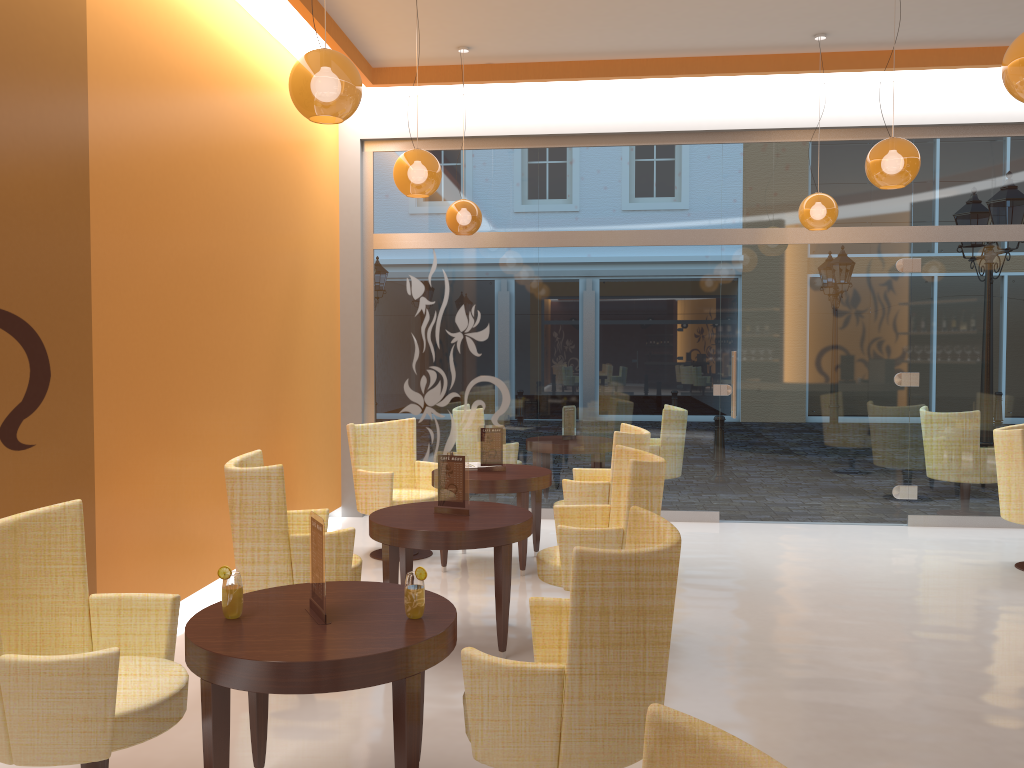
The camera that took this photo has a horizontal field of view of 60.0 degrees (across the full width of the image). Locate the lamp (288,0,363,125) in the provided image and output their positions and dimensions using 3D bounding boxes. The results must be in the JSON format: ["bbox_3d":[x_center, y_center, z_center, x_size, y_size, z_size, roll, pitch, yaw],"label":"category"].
[{"bbox_3d":[-0.765,-1.835,3.621,0.299,1.500,0.299,1,2,31],"label":"lamp"}]

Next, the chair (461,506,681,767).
[{"bbox_3d":[0.184,0.939,2.806,0.685,1.017,0.729,1,2,23],"label":"chair"}]

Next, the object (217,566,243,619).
[{"bbox_3d":[-0.916,0.680,2.897,0.072,0.171,0.067,-2,3,-36],"label":"object"}]

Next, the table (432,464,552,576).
[{"bbox_3d":[-0.147,0.973,6.454,0.874,0.679,0.872,-2,3,-38],"label":"table"}]

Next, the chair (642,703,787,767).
[{"bbox_3d":[0.084,1.005,1.020,0.685,1.017,0.729,0,2,3],"label":"chair"}]

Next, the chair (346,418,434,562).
[{"bbox_3d":[-0.888,0.792,6.782,0.685,1.017,0.729,2,3,38],"label":"chair"}]

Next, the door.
[{"bbox_3d":[2.691,0.007,7.905,1.640,2.499,0.020,0,2,6],"label":"door"}]

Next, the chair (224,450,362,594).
[{"bbox_3d":[-1.119,0.874,4.572,0.685,1.017,0.729,-1,2,-26],"label":"chair"}]

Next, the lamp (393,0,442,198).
[{"bbox_3d":[-0.578,-1.901,5.410,0.299,1.500,0.299,0,2,6],"label":"lamp"}]

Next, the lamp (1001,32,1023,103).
[{"bbox_3d":[2.020,-1.825,3.331,0.299,1.500,0.299,-1,2,-16],"label":"lamp"}]

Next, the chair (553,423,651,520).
[{"bbox_3d":[0.634,0.809,6.290,0.685,1.017,0.729,0,2,9],"label":"chair"}]

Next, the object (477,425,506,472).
[{"bbox_3d":[-0.147,0.466,6.435,0.209,0.335,0.042,0,2,-11],"label":"object"}]

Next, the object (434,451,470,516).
[{"bbox_3d":[-0.324,0.529,4.743,0.209,0.335,0.042,1,2,24],"label":"object"}]

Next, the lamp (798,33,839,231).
[{"bbox_3d":[2.394,-1.957,6.909,0.299,1.500,0.299,-1,2,-20],"label":"lamp"}]

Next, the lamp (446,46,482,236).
[{"bbox_3d":[-0.391,-1.967,7.199,0.299,1.500,0.299,0,2,6],"label":"lamp"}]

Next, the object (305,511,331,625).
[{"bbox_3d":[-0.709,0.632,1.974,0.187,0.335,2.090,0,2,2],"label":"object"}]

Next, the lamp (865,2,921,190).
[{"bbox_3d":[2.207,-1.891,5.120,0.299,1.500,0.299,1,2,17],"label":"lamp"}]

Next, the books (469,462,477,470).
[{"bbox_3d":[-0.280,0.613,6.628,0.339,0.028,0.273,-1,2,-19],"label":"books"}]

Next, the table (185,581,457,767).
[{"bbox_3d":[-0.618,1.103,2.943,0.872,0.679,0.874,2,3,37],"label":"table"}]

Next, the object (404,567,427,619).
[{"bbox_3d":[-0.316,0.679,2.900,0.072,0.171,0.067,0,2,-11],"label":"object"}]

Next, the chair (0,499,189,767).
[{"bbox_3d":[-1.413,0.936,2.887,0.685,1.017,0.729,0,2,-6],"label":"chair"}]

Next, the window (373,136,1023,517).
[{"bbox_3d":[2.691,-0.492,7.886,8.200,3.380,0.040,0,2,6],"label":"window"}]

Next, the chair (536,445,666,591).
[{"bbox_3d":[0.472,0.867,4.739,0.685,1.017,0.729,0,2,3],"label":"chair"}]

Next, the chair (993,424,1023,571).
[{"bbox_3d":[3.794,0.809,6.294,0.685,1.017,0.729,2,3,38],"label":"chair"}]

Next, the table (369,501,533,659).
[{"bbox_3d":[-0.325,1.036,4.752,0.872,0.679,0.874,2,3,42],"label":"table"}]
